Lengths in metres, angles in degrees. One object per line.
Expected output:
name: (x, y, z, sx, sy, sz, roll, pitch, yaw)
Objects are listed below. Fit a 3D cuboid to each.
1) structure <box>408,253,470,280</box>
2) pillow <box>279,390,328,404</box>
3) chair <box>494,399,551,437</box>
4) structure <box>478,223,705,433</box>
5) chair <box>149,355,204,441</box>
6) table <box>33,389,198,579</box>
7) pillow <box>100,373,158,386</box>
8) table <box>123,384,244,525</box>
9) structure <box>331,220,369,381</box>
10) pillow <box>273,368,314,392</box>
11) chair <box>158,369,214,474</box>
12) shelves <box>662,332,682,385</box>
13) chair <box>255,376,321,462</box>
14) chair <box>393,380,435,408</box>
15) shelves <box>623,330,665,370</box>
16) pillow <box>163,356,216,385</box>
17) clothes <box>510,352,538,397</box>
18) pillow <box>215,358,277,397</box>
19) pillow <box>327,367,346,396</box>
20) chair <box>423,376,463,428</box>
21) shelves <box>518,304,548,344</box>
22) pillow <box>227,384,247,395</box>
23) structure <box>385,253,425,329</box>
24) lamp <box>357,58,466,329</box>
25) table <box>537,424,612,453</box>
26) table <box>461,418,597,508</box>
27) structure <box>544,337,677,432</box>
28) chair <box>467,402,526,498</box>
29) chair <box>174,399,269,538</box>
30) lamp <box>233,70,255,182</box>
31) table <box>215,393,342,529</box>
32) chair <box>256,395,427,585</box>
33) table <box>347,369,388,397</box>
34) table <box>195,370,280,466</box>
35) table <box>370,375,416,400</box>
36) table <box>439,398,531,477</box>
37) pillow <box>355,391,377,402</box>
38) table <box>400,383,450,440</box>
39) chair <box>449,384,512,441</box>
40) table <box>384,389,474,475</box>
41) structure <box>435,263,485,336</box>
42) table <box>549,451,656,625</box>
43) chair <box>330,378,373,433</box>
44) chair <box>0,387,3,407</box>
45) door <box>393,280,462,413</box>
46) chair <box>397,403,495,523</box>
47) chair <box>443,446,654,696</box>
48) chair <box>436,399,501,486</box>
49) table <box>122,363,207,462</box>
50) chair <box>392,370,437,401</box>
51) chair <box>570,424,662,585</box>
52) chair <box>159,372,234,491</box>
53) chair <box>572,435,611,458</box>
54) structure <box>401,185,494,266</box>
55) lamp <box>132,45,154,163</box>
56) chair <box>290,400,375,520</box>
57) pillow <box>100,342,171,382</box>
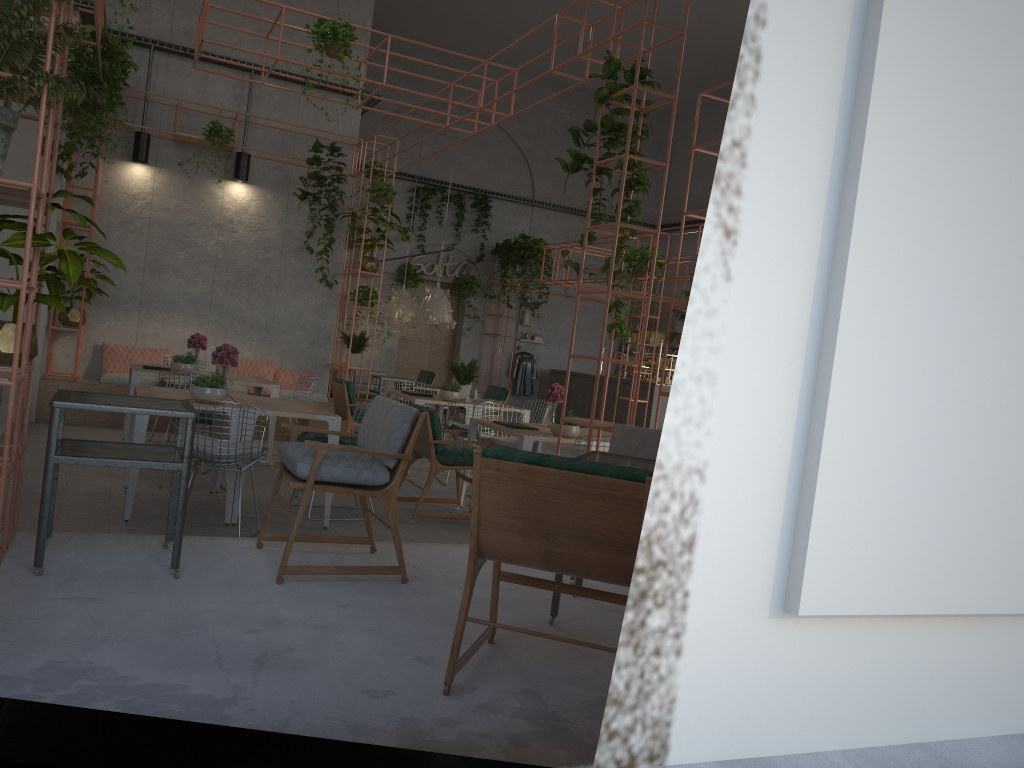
structure: (-1.494, -2.446, 18.180, 1.312, 0.505, 0.063, 6, 2, -24)
pillow: (-2.773, 0.170, 11.612, 0.637, 0.149, 0.491, 6, 2, -23)
chair: (0.059, 0.633, 10.774, 0.717, 0.941, 0.565, 6, 2, -28)
structure: (3.878, -0.312, 12.831, 4.157, 4.247, 14.689, 6, 2, -24)
chair: (-3.782, 0.169, 10.045, 0.565, 0.941, 0.717, 6, 2, -23)
table: (-1.934, 0.476, 4.338, 0.635, 0.798, 0.602, 6, 2, -24)
pillow: (-4.645, -0.039, 10.764, 0.637, 0.149, 0.491, 6, 2, -23)
table: (-2.479, 0.499, 6.611, 0.694, 0.830, 1.205, 6, 2, -24)
structure: (-3.350, -1.361, 17.198, 0.630, 3.597, 0.430, 6, 2, -24)
pillow: (-2.978, -0.008, 11.945, 0.666, 0.385, 0.289, 6, 2, -29)
chair: (-3.025, 0.324, 8.356, 0.565, 0.941, 0.717, 7, 2, -8)
shelves: (3.530, -0.071, 17.428, 0.328, 1.838, 1.750, 6, 2, -24)
chair: (-2.499, 0.347, 9.615, 0.717, 0.941, 0.565, 6, 2, -28)
chair: (-1.223, 0.455, 11.204, 0.565, 0.941, 0.717, 6, 2, -23)
shelves: (2.755, -0.230, 19.177, 0.328, 1.838, 1.750, 6, 2, -24)
pillow: (-4.140, -0.137, 11.419, 0.666, 0.385, 0.289, 6, 2, -29)
clothes: (0.267, -0.191, 19.047, 0.625, 0.997, 0.366, 5, 3, -44)
pillow: (-3.547, -0.119, 11.659, 0.839, 0.474, 0.276, 7, 2, -4)
pillow: (-2.558, -0.031, 12.800, 0.276, 0.474, 0.839, 6, 2, -34)
chair: (-1.208, 0.321, 15.458, 0.685, 0.930, 0.722, 6, 2, -24)
shelves: (0.463, -1.290, 19.033, 0.560, 0.790, 0.186, 6, 2, -24)
pillow: (-3.694, 0.067, 11.194, 0.637, 0.149, 0.491, 6, 2, -23)
structure: (-2.238, -1.916, 17.957, 0.921, 1.527, 0.950, 8, 2, 9)
lamp: (-1.666, -3.017, 14.996, 0.704, 4.052, 4.456, 6, 2, -24)
table: (0.743, 0.872, 8.023, 0.694, 0.830, 1.214, 6, 2, -24)
table: (0.114, 0.803, 7.733, 0.694, 0.830, 1.205, 6, 2, -24)
structure: (2.770, 0.196, 17.549, 2.579, 2.022, 4.057, 6, 2, -24)
chair: (-0.084, 0.687, 8.674, 0.565, 0.941, 0.717, 6, 2, -23)
chair: (-1.922, 0.550, 5.864, 0.565, 0.941, 0.717, 7, 2, -8)
lamp: (-3.420, -3.337, 11.446, 0.179, 1.425, 0.185, 6, 2, -24)
table: (-1.851, 0.569, 6.900, 0.694, 0.830, 1.214, 6, 2, -24)
chair: (-0.927, 0.525, 4.779, 0.685, 0.929, 0.722, 6, 2, -24)
table: (-2.765, 0.148, 16.671, 0.635, 0.798, 0.602, 6, 2, -24)
table: (-2.953, 0.342, 9.393, 0.694, 0.830, 1.214, 6, 2, -24)
table: (-2.057, 0.294, 15.072, 0.635, 0.798, 0.602, 6, 2, -24)
table: (-0.394, 0.628, 10.552, 0.694, 0.830, 1.214, 6, 2, -24)
pillow: (-2.241, 0.187, 13.078, 0.491, 0.149, 0.637, 6, 2, -23)
table: (-1.349, 0.439, 13.473, 0.635, 0.798, 0.602, 6, 2, -24)
chair: (-0.494, 0.467, 13.845, 0.685, 0.929, 0.722, 6, 2, -24)
table: (-1.024, 0.558, 10.262, 0.694, 0.830, 1.205, 6, 2, -24)
structure: (-1.061, -1.766, 18.539, 0.950, 1.527, 0.921, 6, 2, -26)
table: (0.585, 0.793, 4.437, 0.602, 0.798, 0.635, 8, 2, 16)
chair: (-1.718, 0.436, 10.055, 0.685, 0.917, 0.722, 6, 2, -24)
chair: (-5.332, -0.027, 8.095, 1.127, 0.672, 1.052, 6, 2, -24)
door: (-1.972, -0.828, 18.904, 1.360, 2.729, 0.551, 6, 2, -24)
chair: (-0.579, 0.668, 7.525, 0.685, 0.917, 0.722, 6, 2, -24)
chair: (0.206, 0.721, 3.446, 0.722, 0.917, 0.685, 8, 2, 16)
chair: (-0.467, 0.609, 9.515, 0.565, 0.941, 0.717, 7, 2, -8)
table: (-3.582, 0.272, 9.103, 0.694, 0.830, 1.205, 6, 2, -24)
chair: (-1.907, 0.177, 17.037, 0.685, 0.930, 0.722, 6, 2, -24)
chair: (0.818, 0.739, 5.254, 0.722, 0.914, 0.685, 8, 2, 16)
chair: (-2.678, 0.396, 7.553, 0.565, 0.941, 0.717, 6, 2, -23)
chair: (0.672, 0.842, 6.985, 0.565, 0.941, 0.717, 7, 2, -8)
structure: (-1.340, -3.267, 18.056, 1.939, 1.514, 0.856, 6, 2, -30)
lamp: (-4.515, -3.459, 10.950, 0.179, 1.425, 0.185, 6, 2, -24)
chair: (-1.395, 0.574, 7.123, 0.717, 0.941, 0.565, 6, 2, -28)
pillow: (-4.725, -0.252, 11.173, 0.839, 0.474, 0.276, 6, 2, -34)
